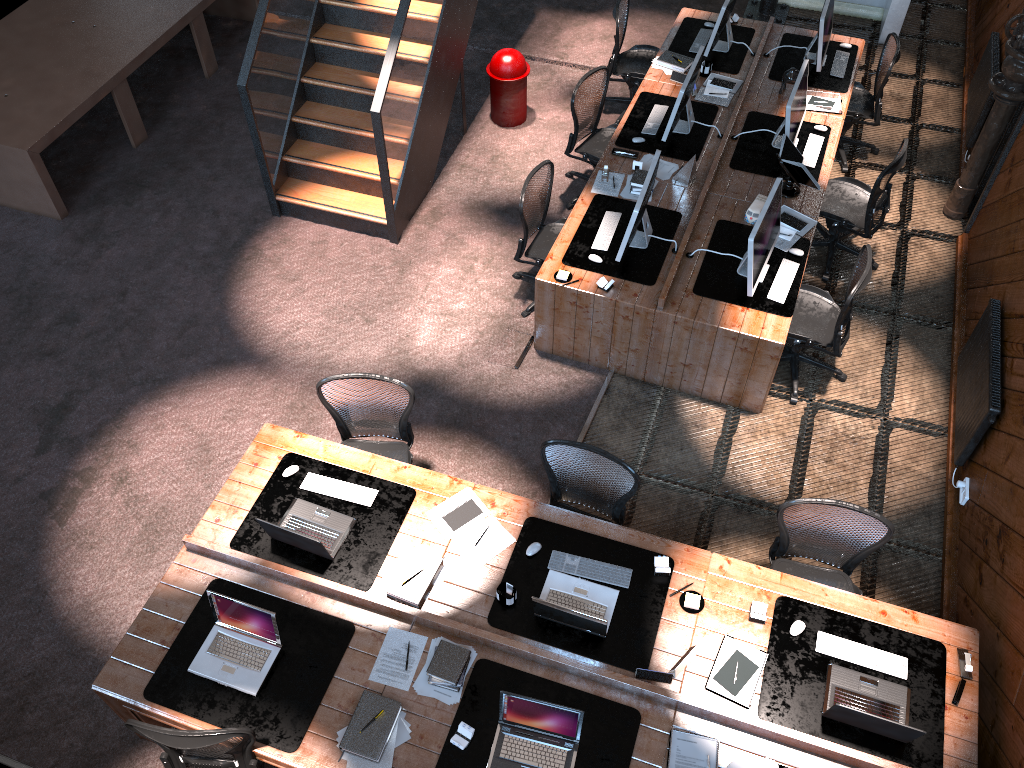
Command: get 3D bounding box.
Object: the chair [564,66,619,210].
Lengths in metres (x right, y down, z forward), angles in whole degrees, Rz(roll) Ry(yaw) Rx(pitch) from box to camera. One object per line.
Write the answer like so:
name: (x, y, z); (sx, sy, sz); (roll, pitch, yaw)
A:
chair: (0.832, -2.099, 7.610); (0.792, 1.085, 0.770); (14, 52, 12)

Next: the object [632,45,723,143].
object: (1.289, -2.296, 7.142); (0.735, 0.576, 0.654); (-18, 52, -14)

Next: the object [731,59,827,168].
object: (2.264, -2.097, 6.967); (0.772, 0.578, 0.642); (-19, 52, -15)

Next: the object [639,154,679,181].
object: (1.143, -1.718, 7.015); (0.315, 0.002, 0.246); (28, 56, 22)

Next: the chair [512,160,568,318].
chair: (0.377, -1.115, 6.790); (0.792, 1.085, 0.770); (6, 50, 6)

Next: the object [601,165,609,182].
object: (0.731, -1.652, 6.925); (0.054, 0.064, 0.159); (5, 50, 5)

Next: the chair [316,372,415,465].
chair: (-0.852, 0.482, 5.463); (0.770, 1.085, 0.792); (-9, 51, -7)

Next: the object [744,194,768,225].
object: (1.826, -1.298, 6.599); (0.128, 0.146, 0.253); (26, 55, 21)

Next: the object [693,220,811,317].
object: (1.703, -0.834, 6.266); (0.687, 0.008, 0.848); (16, 52, 14)

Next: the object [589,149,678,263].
object: (0.918, -1.214, 6.236); (0.610, 0.573, 0.714); (14, 52, 12)

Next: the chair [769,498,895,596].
chair: (1.685, 1.154, 4.874); (0.770, 1.085, 0.792); (-2, 50, -1)

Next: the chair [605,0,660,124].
chair: (1.218, -3.104, 8.448); (0.792, 1.085, 0.770); (-2, 50, -1)

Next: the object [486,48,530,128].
object: (-0.033, -2.856, 8.486); (0.414, 0.707, 0.414); (-20, 53, -15)

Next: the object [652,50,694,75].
object: (1.429, -2.896, 7.959); (0.363, 0.065, 0.325); (37, 59, 27)

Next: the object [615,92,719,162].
object: (1.296, -2.150, 7.373); (0.687, 0.008, 0.848); (16, 52, 14)

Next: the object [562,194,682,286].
object: (0.813, -1.068, 6.471); (0.687, 0.008, 0.848); (16, 52, 14)

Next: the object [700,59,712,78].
object: (1.713, -2.786, 7.825); (0.078, 0.138, 0.099); (29, 56, 23)

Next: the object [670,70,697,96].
object: (1.530, -2.634, 7.726); (0.129, 0.083, 0.347); (-25, 54, -19)

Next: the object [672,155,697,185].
object: (1.334, -1.690, 6.783); (0.165, 0.320, 0.178); (22, 54, 18)

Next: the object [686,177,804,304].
object: (1.712, -0.947, 6.008); (0.811, 0.578, 0.663); (-12, 51, -9)

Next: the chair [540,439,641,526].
chair: (0.377, 0.880, 5.117); (0.770, 1.085, 0.792); (6, 50, 6)

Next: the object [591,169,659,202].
object: (0.874, -1.569, 6.830); (0.478, 0.098, 0.319); (13, 51, 12)

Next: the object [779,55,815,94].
object: (2.427, -2.637, 7.549); (0.229, 0.351, 0.135); (13, 51, 11)

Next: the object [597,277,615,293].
object: (0.645, -0.696, 6.125); (0.106, 0.063, 0.082); (29, 56, 23)

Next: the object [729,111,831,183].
object: (2.177, -1.918, 7.170); (0.687, 0.008, 0.848); (16, 52, 14)

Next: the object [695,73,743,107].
object: (1.796, -2.562, 7.696); (0.304, 0.017, 0.467); (21, 53, 17)

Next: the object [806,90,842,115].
object: (2.647, -2.392, 7.530); (0.316, 0.060, 0.229); (9, 51, 8)

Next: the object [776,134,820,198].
object: (2.117, -1.610, 6.664); (0.304, 0.380, 0.417); (-6, 50, -5)

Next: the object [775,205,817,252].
object: (2.001, -1.151, 6.511); (0.304, 0.017, 0.467); (35, 58, 26)

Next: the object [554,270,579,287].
object: (0.365, -0.754, 6.199); (0.158, 0.026, 0.154); (-19, 52, -15)

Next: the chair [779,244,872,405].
chair: (2.090, -0.480, 6.240); (0.792, 1.085, 0.770); (6, 50, 6)

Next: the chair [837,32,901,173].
chair: (3.048, -2.568, 7.981); (0.792, 1.085, 0.770); (-2, 50, -1)

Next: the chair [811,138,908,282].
chair: (2.667, -1.448, 7.046); (0.792, 1.085, 0.770); (14, 52, 12)

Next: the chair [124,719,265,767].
chair: (-1.464, 1.685, 4.461); (0.770, 1.085, 0.792); (-9, 51, -7)

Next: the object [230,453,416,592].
object: (-1.047, 0.752, 4.964); (0.848, 0.008, 0.687); (14, 52, 12)

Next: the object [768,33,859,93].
object: (2.723, -2.902, 7.990); (0.687, 0.008, 0.848); (16, 52, 14)

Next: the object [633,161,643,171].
object: (0.983, -1.699, 6.940); (0.076, 0.102, 0.034); (15, 52, 13)

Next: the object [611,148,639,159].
object: (0.908, -1.854, 7.115); (0.215, 0.031, 0.089); (15, 52, 13)
